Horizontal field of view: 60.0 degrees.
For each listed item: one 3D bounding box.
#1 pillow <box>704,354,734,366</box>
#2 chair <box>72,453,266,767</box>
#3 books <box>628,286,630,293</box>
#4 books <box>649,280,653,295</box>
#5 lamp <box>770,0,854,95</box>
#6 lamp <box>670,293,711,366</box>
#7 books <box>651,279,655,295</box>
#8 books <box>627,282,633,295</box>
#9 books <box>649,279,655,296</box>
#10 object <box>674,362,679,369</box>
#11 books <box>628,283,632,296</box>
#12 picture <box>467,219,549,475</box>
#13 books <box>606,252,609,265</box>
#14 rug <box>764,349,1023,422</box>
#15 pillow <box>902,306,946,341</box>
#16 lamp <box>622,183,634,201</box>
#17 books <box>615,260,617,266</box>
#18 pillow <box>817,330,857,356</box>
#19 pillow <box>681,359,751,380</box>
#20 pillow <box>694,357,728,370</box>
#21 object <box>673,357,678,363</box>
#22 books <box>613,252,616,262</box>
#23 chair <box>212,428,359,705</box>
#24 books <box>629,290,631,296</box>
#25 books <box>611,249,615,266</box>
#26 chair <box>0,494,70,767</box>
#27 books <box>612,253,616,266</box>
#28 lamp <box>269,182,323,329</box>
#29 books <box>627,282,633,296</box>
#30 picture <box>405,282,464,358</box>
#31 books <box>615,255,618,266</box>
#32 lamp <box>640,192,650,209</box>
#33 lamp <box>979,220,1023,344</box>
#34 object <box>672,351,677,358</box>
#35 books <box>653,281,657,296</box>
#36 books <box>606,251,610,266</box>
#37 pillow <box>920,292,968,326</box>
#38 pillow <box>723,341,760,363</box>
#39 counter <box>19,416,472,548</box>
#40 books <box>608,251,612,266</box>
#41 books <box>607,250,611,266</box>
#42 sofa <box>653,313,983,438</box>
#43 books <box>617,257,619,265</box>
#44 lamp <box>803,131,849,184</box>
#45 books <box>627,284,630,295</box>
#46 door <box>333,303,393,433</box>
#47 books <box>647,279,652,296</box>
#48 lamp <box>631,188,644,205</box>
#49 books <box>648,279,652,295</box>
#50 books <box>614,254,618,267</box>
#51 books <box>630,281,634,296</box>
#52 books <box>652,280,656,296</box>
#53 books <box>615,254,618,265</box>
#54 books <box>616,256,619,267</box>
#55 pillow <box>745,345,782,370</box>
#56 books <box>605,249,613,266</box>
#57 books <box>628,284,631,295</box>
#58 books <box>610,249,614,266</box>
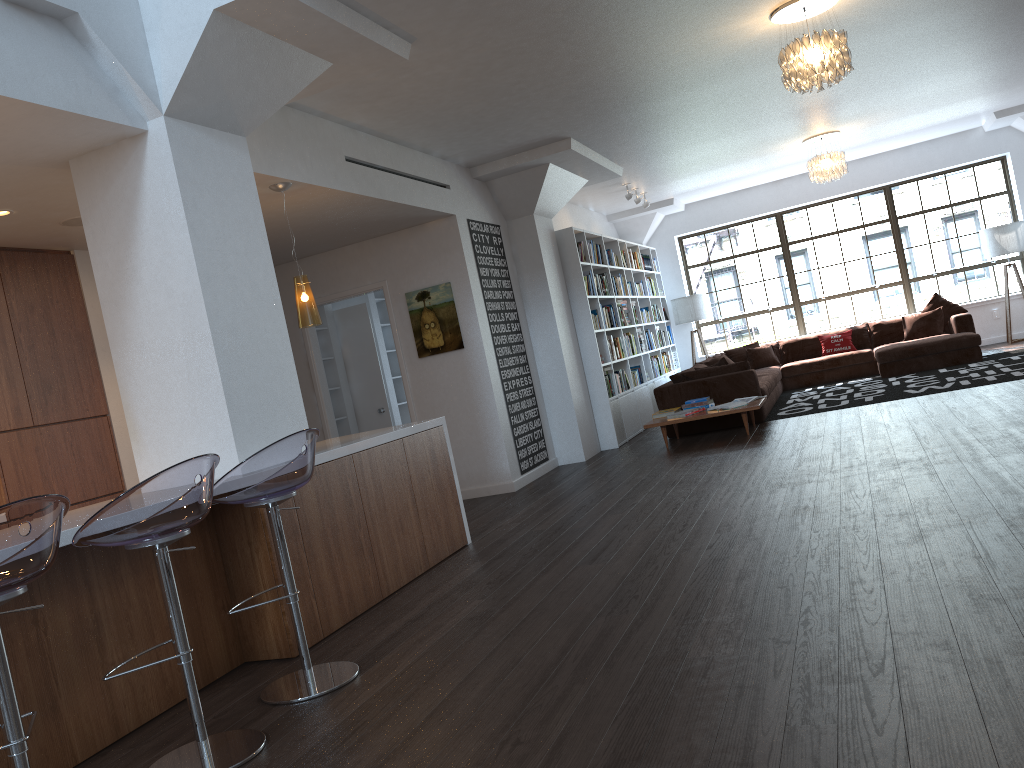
[{"bbox_3d":[2.661,-0.177,11.073,0.325,0.391,0.625,-11,1,37],"label":"pillow"},{"bbox_3d":[-1.141,0.776,2.996,0.481,1.014,0.530,-12,1,19],"label":"chair"},{"bbox_3d":[1.483,-1.215,11.611,0.107,0.167,0.017,-12,1,21],"label":"books"},{"bbox_3d":[1.950,-1.378,12.939,0.174,0.240,0.045,-12,1,20],"label":"books"},{"bbox_3d":[1.961,-2.198,5.794,0.442,0.539,0.441,-13,1,-27],"label":"lamp"},{"bbox_3d":[2.865,-0.570,13.630,0.545,1.579,0.545,-12,1,10],"label":"lamp"},{"bbox_3d":[1.993,-1.399,13.052,0.180,0.259,0.060,-12,1,20],"label":"books"},{"bbox_3d":[1.512,-1.241,11.746,0.146,0.202,0.027,-12,1,21],"label":"books"},{"bbox_3d":[1.972,-1.390,12.971,0.183,0.253,0.034,-12,1,20],"label":"books"},{"bbox_3d":[2.362,-0.245,13.515,0.331,0.088,0.410,-12,1,21],"label":"object"},{"bbox_3d":[1.500,-1.226,11.686,0.128,0.178,0.021,-12,1,21],"label":"books"},{"bbox_3d":[-0.015,-0.371,8.427,0.021,2.380,0.800,-12,1,21],"label":"picture"},{"bbox_3d":[1.102,-1.511,10.827,0.139,0.191,0.036,-12,1,21],"label":"books"},{"bbox_3d":[4.962,-0.133,9.735,4.200,0.007,3.100,-11,1,23],"label":"rug"},{"bbox_3d":[5.395,-0.784,11.649,0.542,0.362,0.248,-11,1,42],"label":"pillow"},{"bbox_3d":[1.436,-2.364,10.935,0.120,0.211,0.111,-13,1,-35],"label":"lamp"},{"bbox_3d":[1.248,-1.555,11.239,0.127,0.200,0.020,-12,1,21],"label":"books"},{"bbox_3d":[4.454,-0.559,12.150,0.465,0.308,0.220,-12,1,17],"label":"pillow"},{"bbox_3d":[2.210,-0.028,9.440,0.750,0.364,0.289,-12,1,20],"label":"pillow"},{"bbox_3d":[2.259,-0.087,9.701,0.269,0.411,0.559,-12,1,-23],"label":"pillow"},{"bbox_3d":[2.344,-0.331,13.513,0.331,0.088,0.410,-12,1,21],"label":"object"},{"bbox_3d":[1.238,-1.550,11.208,0.136,0.196,0.045,-12,1,21],"label":"books"},{"bbox_3d":[-0.922,0.718,3.584,0.481,1.014,0.530,-11,1,23],"label":"chair"},{"bbox_3d":[1.482,-1.216,11.635,0.122,0.169,0.023,-12,1,21],"label":"books"},{"bbox_3d":[1.204,-1.559,11.132,0.140,0.231,0.042,-12,1,21],"label":"books"},{"bbox_3d":[-1.378,0.837,2.408,0.481,1.014,0.530,-12,1,19],"label":"chair"},{"bbox_3d":[1.227,-1.544,11.168,0.139,0.191,0.036,-12,1,21],"label":"books"},{"bbox_3d":[-1.358,-0.804,5.569,0.149,0.900,0.149,-12,1,-24],"label":"lamp"},{"bbox_3d":[1.507,-1.234,11.714,0.139,0.191,0.036,-12,1,21],"label":"books"},{"bbox_3d":[-0.698,-0.570,7.965,0.450,0.600,0.030,-12,1,21],"label":"picture"},{"bbox_3d":[1.270,-1.549,11.277,0.128,0.178,0.021,-12,1,21],"label":"books"},{"bbox_3d":[1.793,-2.459,11.891,0.120,0.211,0.111,-12,1,-5],"label":"lamp"},{"bbox_3d":[6.773,-1.365,11.984,0.545,1.579,0.545,-11,1,32],"label":"lamp"},{"bbox_3d":[2.319,-0.415,13.514,0.316,0.088,0.410,-12,1,21],"label":"object"},{"bbox_3d":[2.037,-1.401,13.182,0.174,0.240,0.045,-12,1,20],"label":"books"},{"bbox_3d":[1.107,-1.518,10.860,0.146,0.202,0.027,-12,1,21],"label":"books"},{"bbox_3d":[5.624,-0.918,11.727,0.651,0.587,0.335,-12,1,0],"label":"pillow"},{"bbox_3d":[3.333,-0.364,12.539,0.580,0.418,0.334,-12,1,-6],"label":"pillow"},{"bbox_3d":[-1.296,0.908,2.052,3.039,0.860,8.182,-12,1,-8],"label":"counter"},{"bbox_3d":[1.149,-1.529,10.960,0.146,0.202,0.027,-12,1,21],"label":"books"},{"bbox_3d":[1.125,-1.522,10.882,0.146,0.202,0.027,-12,1,21],"label":"books"},{"bbox_3d":[3.831,-0.249,10.691,3.481,0.664,4.197,-12,1,21],"label":"sofa"},{"bbox_3d":[1.311,-1.546,11.357,0.110,0.153,0.019,-12,1,21],"label":"books"},{"bbox_3d":[3.720,-2.664,10.517,0.442,0.539,0.441,-13,1,-27],"label":"lamp"},{"bbox_3d":[1.475,-1.210,11.588,0.106,0.162,0.032,-12,1,21],"label":"books"},{"bbox_3d":[-1.661,0.233,9.291,0.826,2.032,0.174,-12,1,21],"label":"door"},{"bbox_3d":[1.899,-1.371,12.792,0.183,0.253,0.034,-12,1,20],"label":"books"},{"bbox_3d":[1.612,-2.411,11.408,0.120,0.211,0.111,-12,1,-20],"label":"lamp"},{"bbox_3d":[1.914,-1.374,12.822,0.183,0.253,0.034,-12,1,20],"label":"books"},{"bbox_3d":[1.264,-1.547,11.256,0.128,0.178,0.022,-12,1,21],"label":"books"},{"bbox_3d":[1.529,-1.246,11.768,0.146,0.202,0.027,-12,1,21],"label":"books"},{"bbox_3d":[2.022,-1.404,13.145,0.183,0.253,0.034,-12,1,20],"label":"books"},{"bbox_3d":[1.272,-1.553,11.304,0.134,0.184,0.030,-12,1,21],"label":"books"},{"bbox_3d":[1.298,-1.553,11.342,0.109,0.171,0.018,-12,1,21],"label":"books"},{"bbox_3d":[3.478,-0.373,12.380,0.489,0.337,0.238,-12,1,-9],"label":"pillow"},{"bbox_3d":[1.172,-1.551,11.040,0.140,0.231,0.042,-12,1,21],"label":"books"},{"bbox_3d":[1.491,-1.220,11.661,0.126,0.173,0.032,-12,1,21],"label":"books"},{"bbox_3d":[1.185,-1.552,11.088,0.158,0.226,0.052,-12,1,21],"label":"books"}]
